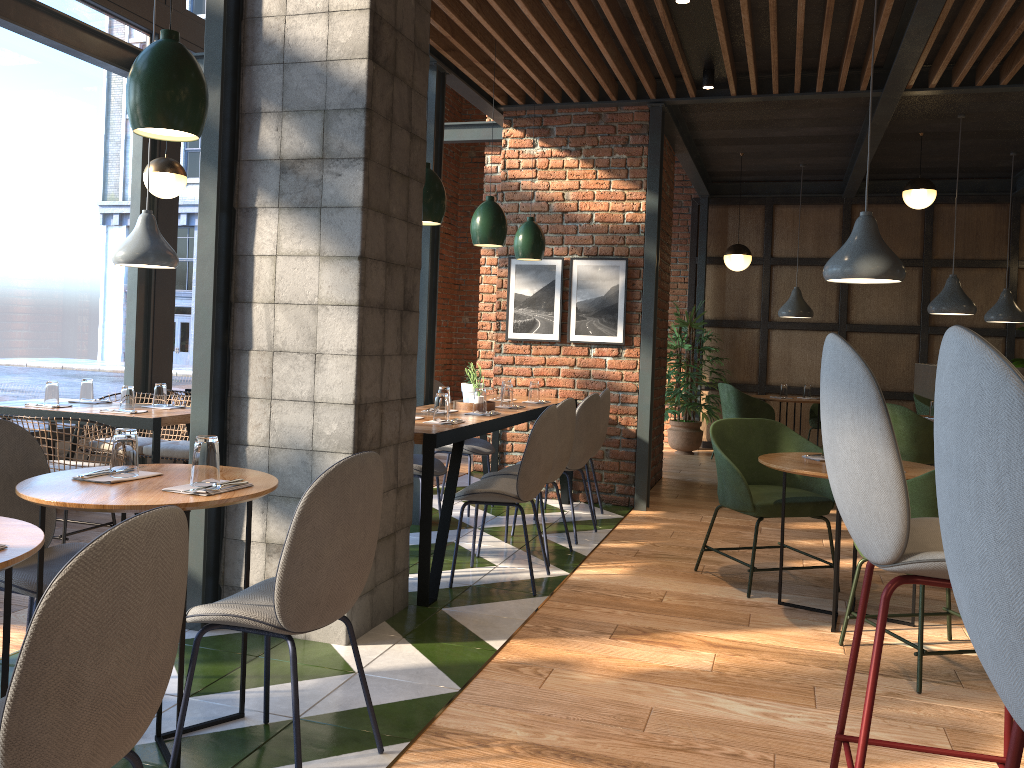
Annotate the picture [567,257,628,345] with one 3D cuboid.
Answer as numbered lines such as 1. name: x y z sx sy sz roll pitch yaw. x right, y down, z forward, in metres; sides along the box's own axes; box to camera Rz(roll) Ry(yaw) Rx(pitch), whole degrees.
1. picture: 0.627 -0.611 6.505 0.430 0.631 0.015 3 0 17

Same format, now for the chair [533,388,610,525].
1. chair: 0.397 0.460 6.004 0.508 0.887 0.418 2 1 13

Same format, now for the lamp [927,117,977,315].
1. lamp: 3.574 -2.795 7.013 0.352 4.489 0.353 2 0 -38

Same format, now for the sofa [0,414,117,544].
1. sofa: -2.577 0.495 4.621 1.092 0.732 0.470 3 1 17

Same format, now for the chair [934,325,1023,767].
1. chair: 0.743 0.561 1.015 0.508 1.243 0.418 3 1 23

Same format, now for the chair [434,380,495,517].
1. chair: -0.374 0.422 6.145 0.508 0.887 0.418 3 1 24

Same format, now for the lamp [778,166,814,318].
1. lamp: 3.017 -2.930 9.142 0.352 4.489 0.353 2 0 -38

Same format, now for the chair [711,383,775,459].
1. chair: 2.398 0.408 9.099 0.515 0.818 0.639 2 1 -8

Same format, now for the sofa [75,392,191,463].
1. sofa: -2.245 0.451 5.700 1.092 0.732 0.470 3 1 17

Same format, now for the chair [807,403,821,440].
1. chair: 3.416 0.439 9.261 0.515 0.818 0.639 2 1 -8

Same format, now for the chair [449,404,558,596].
1. chair: -0.045 0.530 4.367 0.508 0.887 0.418 2 1 13

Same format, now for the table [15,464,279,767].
1. table: -1.053 0.656 2.569 0.700 0.747 0.699 3 2 27

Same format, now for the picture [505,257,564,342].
1. picture: 0.168 -0.637 6.647 0.430 0.631 0.015 3 0 17

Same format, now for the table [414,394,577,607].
1. table: -0.253 0.531 5.327 0.658 0.765 2.774 3 3 17

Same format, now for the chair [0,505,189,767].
1. chair: -0.862 0.646 1.574 0.508 0.887 0.418 2 1 13

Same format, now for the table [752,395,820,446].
1. table: 2.881 0.488 9.180 0.807 0.687 0.808 1 2 -33

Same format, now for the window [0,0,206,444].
1. window: -3.385 -2.354 4.260 0.127 5.596 8.724 2 2 17

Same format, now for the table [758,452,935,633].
1. table: 1.526 0.709 4.034 0.807 0.687 0.808 1 3 -42

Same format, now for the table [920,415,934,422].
1. table: 3.451 0.625 7.033 0.807 0.687 0.808 1 2 -31

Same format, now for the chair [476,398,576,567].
1. chair: 0.084 0.505 4.928 0.508 0.887 0.418 3 1 23

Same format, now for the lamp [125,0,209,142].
1. lamp: -0.960 -1.729 2.556 0.224 2.021 0.224 2 0 21

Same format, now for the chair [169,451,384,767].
1. chair: -0.628 0.610 2.434 0.508 0.887 0.418 3 1 23

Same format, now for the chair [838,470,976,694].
1. chair: 1.660 0.680 3.438 0.638 0.818 0.515 2 1 -13

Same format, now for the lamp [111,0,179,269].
1. lamp: -1.974 -2.903 4.969 0.352 4.489 0.353 2 0 -21

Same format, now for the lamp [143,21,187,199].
1. lamp: -2.209 -3.112 5.812 0.268 3.793 0.268 2 0 -15

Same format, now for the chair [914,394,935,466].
1. chair: 4.237 0.503 8.665 0.638 0.818 0.515 1 2 -41

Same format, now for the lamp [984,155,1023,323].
1. lamp: 4.689 -2.817 8.253 0.352 4.489 0.353 2 0 -38

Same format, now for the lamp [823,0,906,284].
1. lamp: 1.686 -2.710 4.019 0.352 4.489 0.353 2 0 -38

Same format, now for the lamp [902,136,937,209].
1. lamp: 3.584 -3.403 7.633 0.268 3.793 0.268 2 0 -4

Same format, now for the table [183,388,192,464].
1. table: -1.846 0.410 7.000 1.272 0.706 0.658 3 2 17

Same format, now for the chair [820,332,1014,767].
1. chair: 0.887 0.523 1.837 0.508 1.243 0.418 2 1 17

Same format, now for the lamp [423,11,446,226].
1. lamp: -0.401 -1.804 4.373 0.224 2.021 0.224 2 0 21

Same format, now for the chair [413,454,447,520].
1. chair: -0.634 0.465 5.157 0.508 0.887 0.418 2 1 13

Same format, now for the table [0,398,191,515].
1. table: -2.411 0.486 5.163 1.272 0.706 0.658 3 2 17

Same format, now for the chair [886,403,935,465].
1. chair: 3.005 0.553 6.828 0.514 0.818 0.639 2 1 -28

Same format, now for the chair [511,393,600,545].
1. chair: 0.274 0.484 5.470 0.508 0.887 0.418 3 1 24

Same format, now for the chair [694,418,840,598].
1. chair: 1.324 0.608 4.554 0.638 0.818 0.515 2 1 -18

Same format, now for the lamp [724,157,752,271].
1. lamp: 2.293 -3.005 8.717 0.268 3.793 0.268 2 0 -30

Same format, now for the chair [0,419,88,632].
1. chair: -1.470 0.561 2.727 0.508 0.887 0.418 3 1 18

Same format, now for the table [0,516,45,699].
1. table: -1.315 0.691 1.717 0.699 0.747 0.700 1 2 -31

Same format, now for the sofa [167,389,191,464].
1. sofa: -2.011 0.419 6.462 1.092 0.732 0.470 3 1 17
